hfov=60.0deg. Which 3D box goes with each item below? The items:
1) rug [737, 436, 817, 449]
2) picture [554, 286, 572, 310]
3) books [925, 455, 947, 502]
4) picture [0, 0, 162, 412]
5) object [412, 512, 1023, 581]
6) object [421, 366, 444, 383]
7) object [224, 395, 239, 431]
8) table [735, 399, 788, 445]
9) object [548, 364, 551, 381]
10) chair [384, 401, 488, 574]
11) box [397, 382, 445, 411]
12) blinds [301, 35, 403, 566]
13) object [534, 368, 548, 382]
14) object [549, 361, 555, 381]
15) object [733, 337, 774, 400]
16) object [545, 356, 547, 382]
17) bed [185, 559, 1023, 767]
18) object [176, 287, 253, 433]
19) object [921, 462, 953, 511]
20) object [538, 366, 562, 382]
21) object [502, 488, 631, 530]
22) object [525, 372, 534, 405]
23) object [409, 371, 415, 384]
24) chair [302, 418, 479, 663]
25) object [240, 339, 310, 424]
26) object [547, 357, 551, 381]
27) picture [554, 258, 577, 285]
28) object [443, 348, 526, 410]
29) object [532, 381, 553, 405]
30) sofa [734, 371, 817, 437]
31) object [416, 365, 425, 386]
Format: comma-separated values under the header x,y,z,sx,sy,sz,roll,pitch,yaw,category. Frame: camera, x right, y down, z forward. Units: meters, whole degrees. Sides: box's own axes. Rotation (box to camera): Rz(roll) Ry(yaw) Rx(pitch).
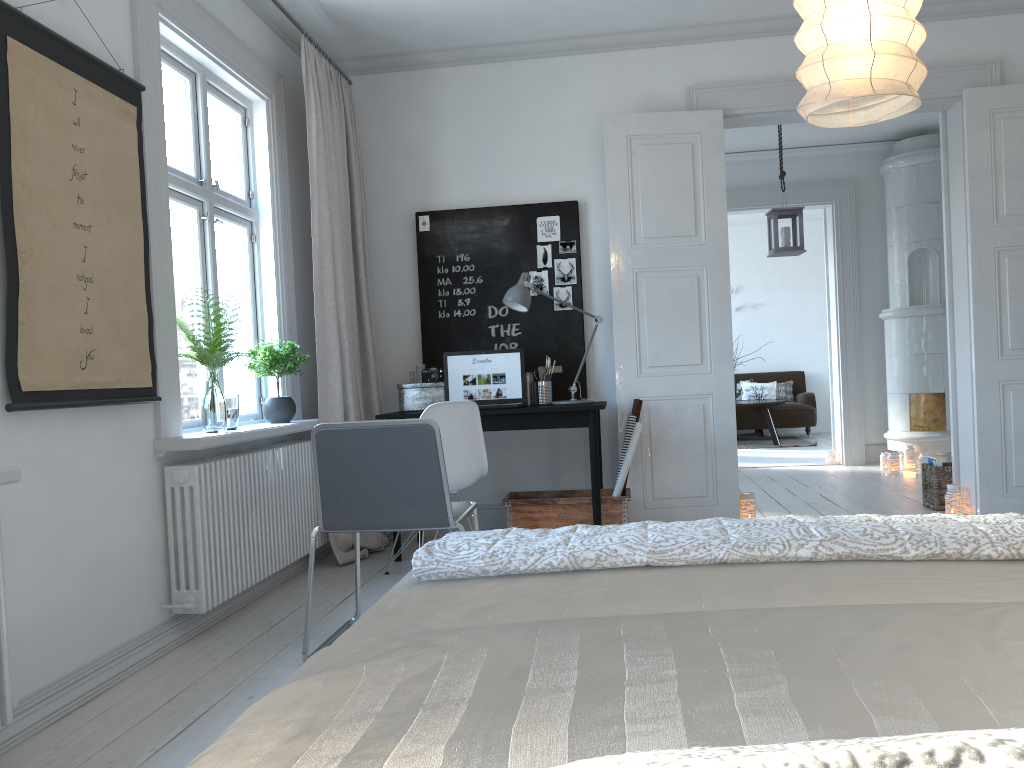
x,y,z,sx,sy,sz,roll,pitch,yaw,category
2.657,0.694,10.668,1.710,0.055,1.455,-3,0,8,rug
0.292,-0.493,5.082,0.103,0.136,0.001,-3,1,7,picture
2.651,0.585,5.384,0.201,0.300,0.179,-3,1,7,books
-1.358,-0.583,2.792,0.057,1.314,0.792,-3,1,7,picture
0.556,0.309,1.727,1.460,0.104,0.404,-3,0,7,object
-0.434,-0.052,4.870,0.137,0.087,0.073,-3,1,7,object
-1.190,0.121,3.716,0.097,0.146,0.097,-3,1,13,object
2.642,0.470,10.637,1.300,0.503,1.299,-3,0,-3,table
0.197,0.001,4.907,0.009,0.222,0.082,-2,2,37,object
-0.359,0.490,4.151,0.474,0.824,0.554,-3,1,-28,chair
-0.476,0.069,4.971,0.317,0.152,0.193,-3,1,7,box
-0.844,-0.403,4.766,0.225,2.648,0.830,-3,1,7,blinds
0.159,0.011,4.918,0.081,0.198,0.050,-2,2,32,object
0.207,-0.009,4.900,0.084,0.240,0.009,-3,1,-16,object
2.703,-0.314,10.543,0.845,1.066,0.525,-3,1,-22,object
0.190,-0.024,4.917,0.008,0.267,0.060,-2,1,24,object
0.445,0.357,0.893,1.888,1.047,2.175,-3,1,7,bed
-1.217,-0.086,3.528,0.414,0.565,0.304,-2,1,41,object
2.665,0.617,5.383,0.270,0.265,0.223,-3,1,7,object
0.220,0.005,4.953,0.138,0.209,0.034,-3,1,-13,object
0.303,0.726,4.720,0.665,0.282,0.339,-3,1,7,object
0.089,0.030,4.988,0.079,0.188,0.079,-3,1,-14,object
-0.565,-0.037,5.021,0.040,0.069,0.040,-3,1,-5,object
-0.392,0.512,3.098,0.562,0.798,0.524,-3,1,7,chair
-1.130,-0.016,4.245,0.309,0.407,0.272,-3,1,-33,object
0.194,-0.021,4.917,0.062,0.264,0.012,-4,2,-41,object
0.306,-0.646,5.076,0.121,0.153,0.002,-3,1,7,picture
-0.169,-0.024,4.670,0.445,0.315,0.325,-3,1,7,object
0.170,0.051,4.907,0.108,0.128,0.108,-2,1,22,object
2.737,0.288,11.415,2.165,0.825,0.968,-3,1,7,sofa
-0.519,-0.043,4.949,0.056,0.130,0.167,-3,1,6,object
